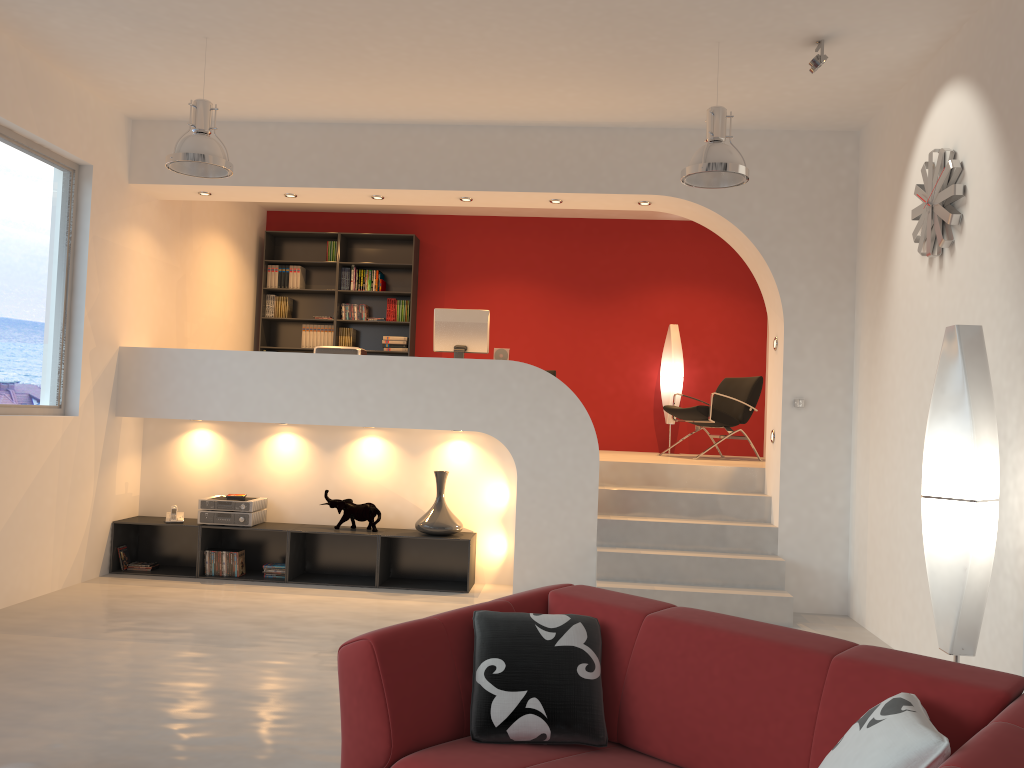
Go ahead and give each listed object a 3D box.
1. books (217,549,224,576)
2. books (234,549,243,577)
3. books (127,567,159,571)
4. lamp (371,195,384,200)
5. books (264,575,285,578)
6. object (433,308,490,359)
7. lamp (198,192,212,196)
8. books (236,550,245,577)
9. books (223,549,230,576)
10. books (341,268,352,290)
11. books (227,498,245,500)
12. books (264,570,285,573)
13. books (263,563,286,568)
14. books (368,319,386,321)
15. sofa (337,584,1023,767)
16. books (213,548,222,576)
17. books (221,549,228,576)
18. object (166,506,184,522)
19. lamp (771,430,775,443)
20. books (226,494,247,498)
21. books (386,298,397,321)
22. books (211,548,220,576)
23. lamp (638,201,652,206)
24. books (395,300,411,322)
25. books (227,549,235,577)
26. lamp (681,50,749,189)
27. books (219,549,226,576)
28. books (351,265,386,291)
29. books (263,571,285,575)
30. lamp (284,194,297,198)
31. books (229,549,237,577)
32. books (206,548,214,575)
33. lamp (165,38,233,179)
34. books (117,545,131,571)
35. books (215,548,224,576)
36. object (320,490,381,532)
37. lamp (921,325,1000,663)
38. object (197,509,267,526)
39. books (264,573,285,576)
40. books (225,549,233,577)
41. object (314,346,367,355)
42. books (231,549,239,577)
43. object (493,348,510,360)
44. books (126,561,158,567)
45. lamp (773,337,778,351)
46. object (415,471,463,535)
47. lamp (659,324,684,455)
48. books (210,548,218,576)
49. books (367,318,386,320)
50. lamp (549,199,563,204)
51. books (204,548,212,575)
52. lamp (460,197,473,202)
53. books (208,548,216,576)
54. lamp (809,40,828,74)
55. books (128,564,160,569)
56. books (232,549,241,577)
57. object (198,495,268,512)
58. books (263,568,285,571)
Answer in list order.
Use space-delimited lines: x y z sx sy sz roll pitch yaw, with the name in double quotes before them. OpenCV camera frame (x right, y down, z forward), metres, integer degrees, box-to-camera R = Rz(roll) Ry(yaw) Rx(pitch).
"books" -2.241 1.377 6.851 0.031 0.190 0.135 2 -2 4
"books" -2.106 1.382 6.841 0.031 0.190 0.135 2 -2 4
"books" -2.887 1.442 6.946 0.190 0.015 0.135 2 -2 4
"lamp" -1.054 -1.462 6.963 0.105 0.011 0.105 3 -2 -7
"books" -1.809 1.482 6.865 0.190 0.015 0.135 2 -2 -1
"object" -0.415 -0.385 7.280 0.458 0.452 0.230 2 -2 4
"lamp" -2.449 -1.514 7.067 0.105 0.011 0.105 2 -2 8
"books" -2.091 1.382 6.840 0.031 0.190 0.135 2 -2 4
"books" -2.196 1.378 6.847 0.031 0.190 0.135 2 -2 4
"books" -1.790 -1.121 9.649 0.090 0.256 0.181 2 -2 4
"books" -2.148 0.889 6.909 0.135 0.015 0.190 3 -2 -16
"books" -1.805 1.437 6.867 0.190 0.015 0.135 2 -2 4
"books" -1.818 1.407 6.869 0.190 0.015 0.135 2 -2 -1
"books" -1.449 -0.686 9.614 0.190 0.015 0.135 2 -2 4
"sofa" 0.413 1.053 2.311 1.929 0.738 0.951 0 -3 44
"books" -2.270 1.376 6.853 0.031 0.190 0.135 2 -2 4
"books" -2.211 1.378 6.848 0.031 0.190 0.135 2 -2 4
"object" -2.614 1.006 6.884 0.130 0.117 0.146 3 -2 -20
"lamp" 1.960 0.395 6.667 0.011 0.105 0.105 2 -2 4
"books" -2.150 0.875 6.919 0.135 0.015 0.190 3 -2 -11
"books" -1.291 -0.786 9.599 0.090 0.256 0.181 2 -2 4
"books" -2.285 1.375 6.854 0.031 0.190 0.135 2 -2 4
"lamp" 1.019 -1.385 6.808 0.105 0.011 0.105 3 -2 -7
"books" -1.172 -0.773 9.589 0.146 0.240 0.170 2 -2 4
"books" -2.166 1.380 6.845 0.031 0.190 0.135 2 -2 4
"lamp" 1.164 -1.555 5.041 0.379 0.800 0.379 3 -2 -25
"books" -2.226 1.377 6.850 0.031 0.190 0.135 2 -2 4
"books" -1.555 -1.128 9.609 0.341 0.286 0.231 2 -2 4
"books" -1.812 1.452 6.867 0.190 0.015 0.135 2 -2 9
"lamp" -1.752 -1.488 7.015 0.105 0.011 0.105 3 -2 -7
"books" -2.151 1.380 6.844 0.031 0.190 0.135 2 -2 4
"books" -2.330 1.373 6.857 0.031 0.190 0.135 2 -2 4
"lamp" -1.834 -1.667 5.266 0.379 0.800 0.379 3 -2 -25
"books" -3.019 1.353 6.909 0.063 0.187 0.135 2 -2 4
"books" -2.255 1.376 6.852 0.031 0.190 0.135 2 -2 4
"object" -1.247 0.981 6.891 0.507 0.296 0.191 2 -2 20
"lamp" 1.882 0.644 3.731 0.313 1.779 0.313 2 -2 12
"object" -2.185 1.033 6.930 0.430 0.100 0.365 2 -2 4
"books" -1.803 1.468 6.865 0.190 0.015 0.135 2 -2 4
"books" -2.181 1.379 6.846 0.031 0.190 0.135 2 -2 4
"object" -1.410 -0.194 7.426 0.397 0.217 0.458 2 -2 4
"books" -2.136 1.381 6.843 0.031 0.190 0.135 2 -2 4
"object" -0.089 -0.219 7.299 0.133 0.147 0.151 3 -2 -12
"books" -2.897 1.412 6.948 0.190 0.015 0.135 2 -2 4
"lamp" 1.988 -0.303 6.693 0.011 0.105 0.105 2 -2 4
"object" -0.553 0.913 6.819 0.369 0.481 0.369 4 -2 -31
"lamp" 1.665 0.055 9.261 0.237 1.349 0.237 2 -2 12
"books" -2.300 1.375 6.855 0.031 0.190 0.135 2 -2 4
"books" -1.459 -0.701 9.615 0.190 0.015 0.135 2 -2 9
"lamp" 0.341 -1.410 6.859 0.105 0.011 0.105 3 -2 -7
"books" -2.345 1.373 6.859 0.031 0.190 0.135 2 -2 4
"lamp" -0.357 -1.436 6.911 0.105 0.011 0.105 3 -2 -7
"books" -2.315 1.374 6.856 0.031 0.190 0.135 2 -2 4
"lamp" 1.730 -1.842 5.000 0.118 0.176 0.112 4 -3 -43
"books" -2.882 1.427 6.946 0.190 0.015 0.135 2 -2 4
"books" -2.121 1.381 6.842 0.031 0.190 0.135 2 -2 4
"object" -2.180 0.935 6.942 0.430 0.077 0.349 2 -2 4
"books" -1.809 1.422 6.860 0.190 0.015 0.135 2 -2 4
